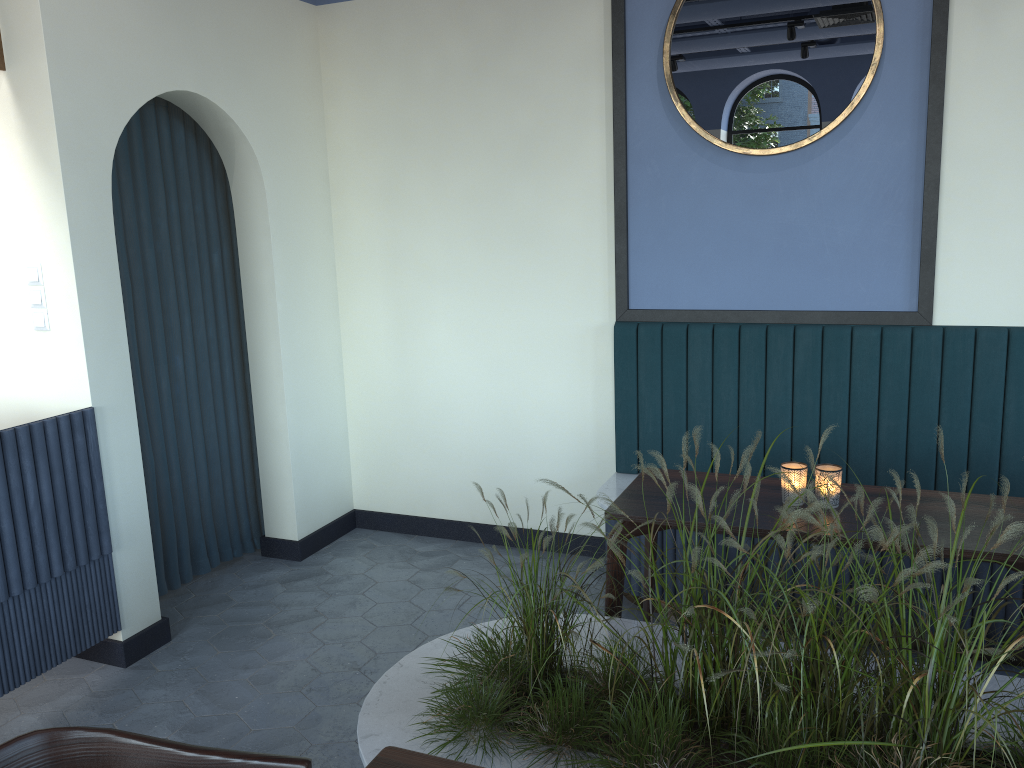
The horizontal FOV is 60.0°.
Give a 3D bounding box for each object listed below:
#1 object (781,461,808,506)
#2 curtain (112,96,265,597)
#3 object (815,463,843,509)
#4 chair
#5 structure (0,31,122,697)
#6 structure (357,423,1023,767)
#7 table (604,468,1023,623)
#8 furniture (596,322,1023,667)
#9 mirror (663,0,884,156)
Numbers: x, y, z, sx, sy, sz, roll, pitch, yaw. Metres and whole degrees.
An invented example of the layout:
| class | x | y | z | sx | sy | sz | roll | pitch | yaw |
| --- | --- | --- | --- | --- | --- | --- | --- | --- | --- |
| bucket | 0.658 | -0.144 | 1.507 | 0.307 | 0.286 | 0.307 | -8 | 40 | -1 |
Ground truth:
| class | x | y | z | sx | sy | sz | roll | pitch | yaw |
| --- | --- | --- | --- | --- | --- | --- | --- | --- | --- |
| object | 0.854 | 0.303 | 2.687 | 0.078 | 0.120 | 0.078 | 7 | 14 | 40 |
| curtain | -1.530 | -0.161 | 3.956 | 0.106 | 2.204 | 1.155 | 3 | 12 | 25 |
| object | 0.945 | 0.306 | 2.654 | 0.078 | 0.120 | 0.078 | 7 | 14 | 40 |
| chair | -0.657 | 1.030 | 1.445 | 0.525 | 0.793 | 0.618 | 2 | 12 | 22 |
| structure | -3.818 | -0.551 | 2.301 | 3.653 | 3.800 | 3.220 | 3 | 12 | 23 |
| structure | 1.917 | 0.728 | 1.398 | 4.878 | 1.207 | 1.143 | 3 | 12 | 24 |
| table | 0.955 | 0.737 | 2.731 | 1.285 | 0.755 | 0.548 | 3 | 12 | 23 |
| furniture | 1.784 | 0.821 | 1.097 | 4.800 | 1.150 | 4.703 | 3 | 12 | 23 |
| mirror | 2.633 | -1.399 | 2.851 | 4.357 | 1.089 | 0.026 | 3 | 12 | 23 |
